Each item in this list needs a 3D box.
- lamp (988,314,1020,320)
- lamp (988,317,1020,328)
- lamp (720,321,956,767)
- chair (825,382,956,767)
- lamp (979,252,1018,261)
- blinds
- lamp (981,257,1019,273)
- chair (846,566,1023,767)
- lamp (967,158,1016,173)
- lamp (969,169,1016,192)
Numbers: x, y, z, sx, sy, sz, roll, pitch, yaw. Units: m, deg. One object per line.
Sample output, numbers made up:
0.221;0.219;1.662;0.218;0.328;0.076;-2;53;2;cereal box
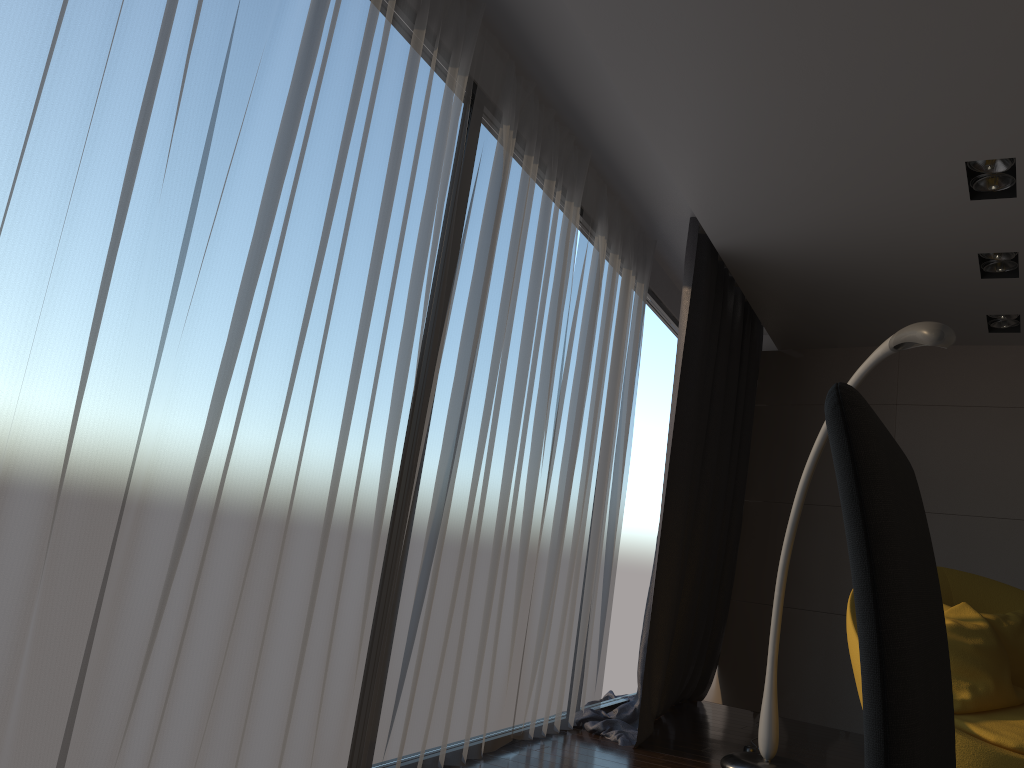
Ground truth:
2.887;-0.423;5.168;0.186;0.077;0.167;17;-15;-40;lamp
2.980;-0.379;5.326;0.167;0.077;0.185;-2;-15;41;lamp
1.481;1.045;4.855;0.572;1.788;4.282;6;-11;12;lamp
0.532;0.511;0.690;0.547;0.969;0.445;2;-14;29;chair
2.391;-0.655;4.324;0.186;0.077;0.167;17;-15;-40;lamp
-0.094;-0.098;2.974;0.720;2.908;7.735;3;-12;24;blinds
2.483;-0.612;4.481;0.167;0.077;0.185;-2;-15;41;lamp
2.121;1.287;3.662;1.535;1.010;1.118;9;-12;-5;chair
1.895;-0.887;3.480;0.170;0.077;0.183;2;-13;24;lamp
1.987;-0.844;3.638;0.167;0.077;0.185;-2;-15;41;lamp
